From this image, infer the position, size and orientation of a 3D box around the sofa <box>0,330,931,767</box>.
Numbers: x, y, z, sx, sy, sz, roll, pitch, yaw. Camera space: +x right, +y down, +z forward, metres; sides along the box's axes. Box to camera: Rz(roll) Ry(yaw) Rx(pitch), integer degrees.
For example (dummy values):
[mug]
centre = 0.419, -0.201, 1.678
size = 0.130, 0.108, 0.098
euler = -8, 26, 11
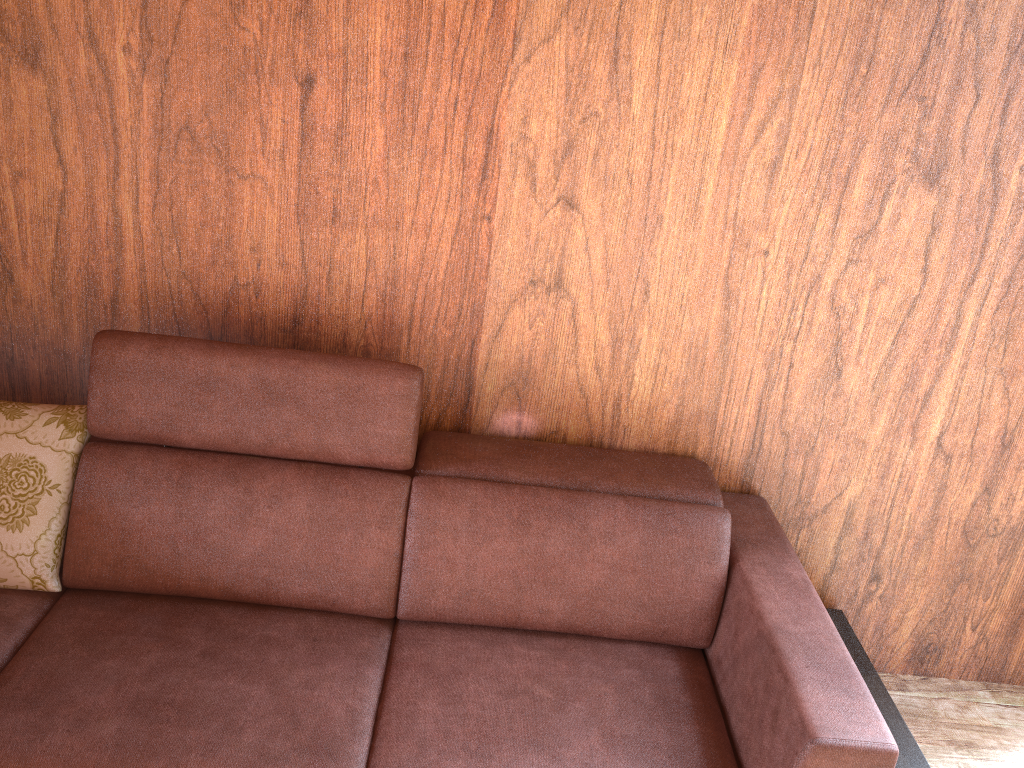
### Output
[sofa]
centre = -0.403, 0.545, 1.241
size = 2.507, 0.761, 1.696
euler = 7, 22, -3
